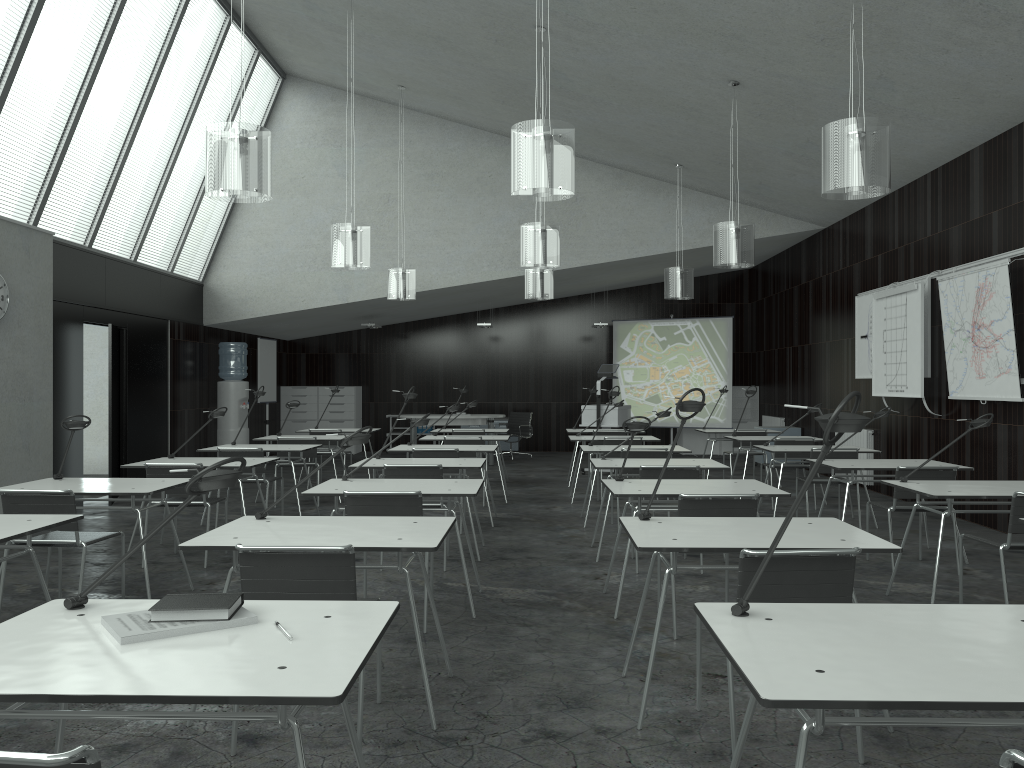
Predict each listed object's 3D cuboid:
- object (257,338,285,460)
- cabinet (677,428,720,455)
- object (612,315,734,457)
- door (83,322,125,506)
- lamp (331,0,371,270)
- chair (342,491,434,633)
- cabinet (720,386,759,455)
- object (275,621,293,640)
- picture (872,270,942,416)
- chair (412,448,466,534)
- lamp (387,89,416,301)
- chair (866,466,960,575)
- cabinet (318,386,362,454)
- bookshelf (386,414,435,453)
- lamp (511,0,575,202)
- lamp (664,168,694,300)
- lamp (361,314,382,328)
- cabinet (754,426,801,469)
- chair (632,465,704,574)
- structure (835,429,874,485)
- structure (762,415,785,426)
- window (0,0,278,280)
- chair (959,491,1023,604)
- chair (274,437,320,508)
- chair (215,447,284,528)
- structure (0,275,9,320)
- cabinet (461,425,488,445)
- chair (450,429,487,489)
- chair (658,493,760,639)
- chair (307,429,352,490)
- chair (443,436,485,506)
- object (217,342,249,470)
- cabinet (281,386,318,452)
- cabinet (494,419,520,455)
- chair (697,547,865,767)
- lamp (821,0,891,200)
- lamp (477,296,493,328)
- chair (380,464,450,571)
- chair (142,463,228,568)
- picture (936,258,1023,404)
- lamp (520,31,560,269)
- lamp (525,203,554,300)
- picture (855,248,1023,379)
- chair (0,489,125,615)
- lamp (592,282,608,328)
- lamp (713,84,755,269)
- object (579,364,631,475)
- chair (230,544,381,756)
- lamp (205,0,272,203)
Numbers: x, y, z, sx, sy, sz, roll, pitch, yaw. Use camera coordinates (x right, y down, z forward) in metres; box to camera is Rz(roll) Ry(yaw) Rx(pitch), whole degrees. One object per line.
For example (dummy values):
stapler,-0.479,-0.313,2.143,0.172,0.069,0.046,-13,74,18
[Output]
object,-3.689,0.292,13.322,0.560,2.091,0.553,0,0,-35
cabinet,3.215,0.688,15.310,0.639,1.285,0.587,0,0,2
object,2.585,0.036,14.510,2.051,2.602,0.673,0,0,26
door,-4.132,0.327,9.169,0.365,2.020,0.940,0,0,2
lamp,-1.423,-2.570,7.835,0.350,2.848,0.359,0,0,2
chair,-0.618,0.953,4.509,0.428,0.765,0.555,0,0,2
cabinet,3.862,0.688,15.292,0.639,1.285,0.587,0,0,2
object,-0.515,0.613,1.994,0.008,0.010,0.159,0,0,-27
picture,3.885,-0.425,8.759,0.254,1.508,1.191,0,0,2
chair,-0.600,0.953,7.338,0.428,0.765,0.555,0,0,4
lamp,-1.343,-2.570,10.786,0.350,2.848,0.359,0,0,2
chair,2.610,0.953,5.792,0.428,0.765,0.555,0,0,1
cabinet,-2.994,0.692,15.478,0.639,1.292,0.587,0,0,2
bookshelf,-1.769,0.968,15.533,0.817,0.739,0.403,0,0,2
lamp,0.169,-2.299,4.838,0.350,2.307,0.359,0,0,2
lamp,2.016,-2.026,10.695,0.350,1.761,0.359,0,0,2
lamp,-2.206,-2.786,13.926,0.212,3.595,0.600,0,0,2
cabinet,3.831,1.016,12.810,0.598,0.648,0.502,0,0,1
chair,1.007,0.953,5.845,0.428,0.765,0.555,0,0,2
structure,4.021,0.915,10.469,0.079,0.688,1.129,0,0,2
structure,4.117,0.915,13.997,0.079,0.688,1.129,0,0,2
window,-3.784,-3.008,5.302,1.144,3.101,12.775,0,0,2
chair,2.599,0.953,4.495,0.428,0.765,0.555,0,0,-2
chair,-2.139,0.953,8.871,0.428,0.765,0.555,0,0,-10
chair,-2.187,0.953,7.415,0.428,0.765,0.555,0,0,5
structure,-4.000,-0.747,6.761,0.077,0.446,0.446,0,0,2
cabinet,-0.631,1.016,15.412,0.502,0.648,0.598,0,0,1
chair,-0.495,0.953,10.345,0.428,0.765,0.555,0,0,1
chair,0.967,0.953,4.406,0.428,0.765,0.555,0,0,-2
chair,-2.111,0.953,10.311,0.428,0.765,0.555,0,0,3
chair,-0.476,0.953,8.942,0.428,0.765,0.555,0,0,2
object,-3.819,0.355,12.145,0.436,1.967,0.436,0,0,-9
cabinet,-3.641,0.692,15.496,0.639,1.292,0.587,0,0,2
cabinet,-0.117,1.016,15.398,0.502,0.648,0.598,0,0,1
chair,0.890,0.953,3.016,0.428,0.765,0.555,0,0,-4
lamp,1.856,-2.026,4.793,0.350,1.761,0.359,0,0,2
lamp,-0.420,-2.786,13.877,0.212,3.595,0.600,0,0,2
chair,-0.630,0.953,5.925,0.428,0.765,0.555,0,0,2
chair,-2.207,0.953,6.017,0.428,0.765,0.555,0,0,1
picture,3.887,-0.485,7.380,0.163,1.342,1.211,0,0,2
lamp,0.249,-2.299,7.790,0.350,2.307,0.359,0,0,2
lamp,0.328,-2.299,10.741,0.350,2.307,0.359,0,0,2
picture,3.985,-0.620,8.478,0.050,1.102,3.818,0,0,2
chair,-2.317,0.953,4.571,0.428,0.765,0.555,0,0,5
lamp,1.365,-2.786,13.829,0.212,3.595,0.600,0,0,2
lamp,1.936,-2.026,7.744,0.350,1.761,0.359,0,0,2
object,1.251,0.518,11.868,0.559,1.639,0.680,0,0,26
chair,-0.691,0.953,3.084,0.428,0.765,0.555,0,0,2
lamp,-1.503,-2.570,4.884,0.350,2.848,0.359,0,0,2
